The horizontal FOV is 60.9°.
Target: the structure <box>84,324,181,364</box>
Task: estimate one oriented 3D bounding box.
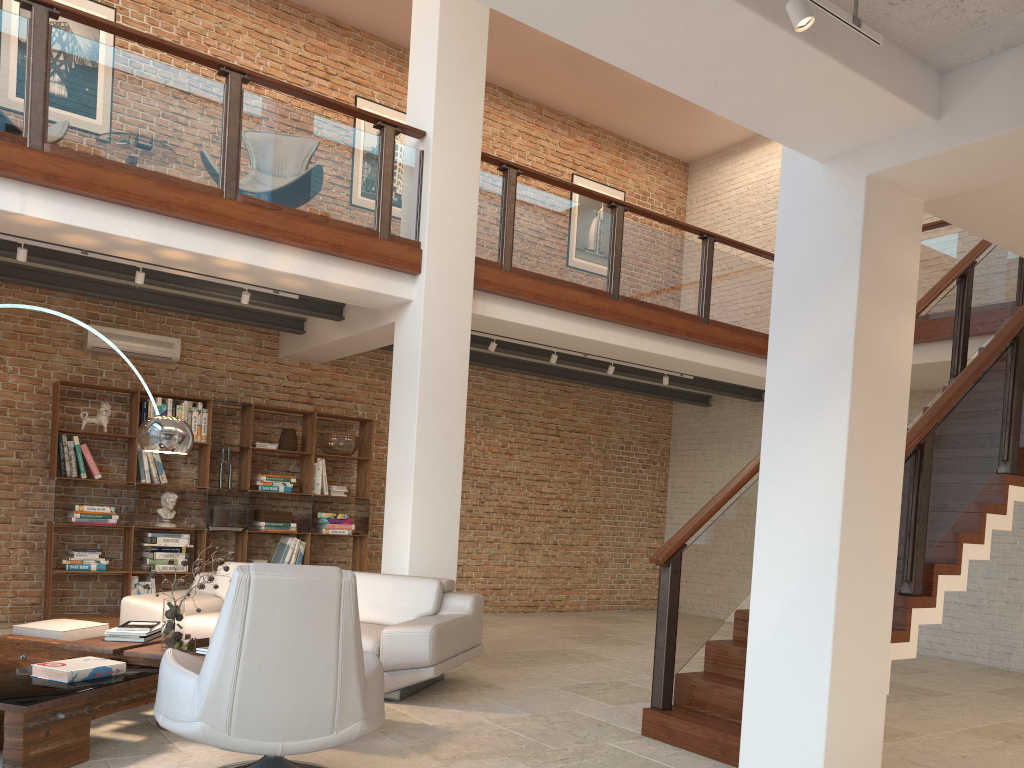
[{"bbox_3d":[-3.566,-0.371,8.209,0.820,0.217,0.200,9,-6,-35],"label":"structure"}]

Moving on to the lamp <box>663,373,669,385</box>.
[{"bbox_3d":[1.650,-0.046,9.360,0.059,0.128,0.087,3,-1,15],"label":"lamp"}]

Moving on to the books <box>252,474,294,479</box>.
[{"bbox_3d":[-2.457,0.950,8.953,0.359,0.020,0.272,10,-11,-36],"label":"books"}]

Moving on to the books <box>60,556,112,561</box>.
[{"bbox_3d":[-3.898,1.597,7.975,0.383,0.018,0.244,11,-12,-42],"label":"books"}]

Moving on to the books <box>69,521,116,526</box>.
[{"bbox_3d":[-3.850,1.274,7.990,0.359,0.020,0.272,9,-10,-35],"label":"books"}]

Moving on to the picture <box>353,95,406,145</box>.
[{"bbox_3d":[-1.355,-2.465,9.709,0.920,1.191,0.027,5,1,-35],"label":"picture"}]

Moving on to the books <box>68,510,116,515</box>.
[{"bbox_3d":[-3.849,1.181,7.992,0.359,0.020,0.272,10,-11,-36],"label":"books"}]

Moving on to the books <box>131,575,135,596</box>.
[{"bbox_3d":[-3.607,1.988,8.210,0.036,0.382,0.243,2,0,-35],"label":"books"}]

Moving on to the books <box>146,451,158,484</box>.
[{"bbox_3d":[-3.438,0.767,8.246,0.125,0.347,0.271,3,-1,-35],"label":"books"}]

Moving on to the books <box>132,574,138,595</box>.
[{"bbox_3d":[-3.587,1.994,8.244,0.036,0.382,0.243,2,0,-35],"label":"books"}]

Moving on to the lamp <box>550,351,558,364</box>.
[{"bbox_3d":[0.406,-0.254,8.478,0.061,0.128,0.086,3,-1,-33],"label":"lamp"}]

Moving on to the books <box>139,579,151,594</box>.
[{"bbox_3d":[-3.496,2.033,8.294,0.056,0.328,0.254,2,-1,-35],"label":"books"}]

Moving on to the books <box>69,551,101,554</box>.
[{"bbox_3d":[-3.919,1.546,7.994,0.239,0.018,0.171,11,-11,-42],"label":"books"}]

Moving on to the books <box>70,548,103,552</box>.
[{"bbox_3d":[-3.898,1.519,7.982,0.254,0.017,0.162,9,-10,-35],"label":"books"}]

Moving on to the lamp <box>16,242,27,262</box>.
[{"bbox_3d":[-3.280,-0.880,5.836,0.061,0.120,0.086,4,-1,-33],"label":"lamp"}]

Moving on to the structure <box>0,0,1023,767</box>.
[{"bbox_3d":[2.165,-0.102,3.982,10.243,4.108,13.879,8,-9,-35],"label":"structure"}]

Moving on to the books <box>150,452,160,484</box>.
[{"bbox_3d":[-3.426,0.771,8.267,0.125,0.347,0.271,3,-1,-35],"label":"books"}]

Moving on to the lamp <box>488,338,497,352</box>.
[{"bbox_3d":[-0.179,-0.354,8.055,0.086,0.128,0.059,3,0,25],"label":"lamp"}]

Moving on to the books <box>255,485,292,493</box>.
[{"bbox_3d":[-2.454,1.080,8.953,0.328,0.055,0.256,7,-9,-25],"label":"books"}]

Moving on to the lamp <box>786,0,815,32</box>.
[{"bbox_3d":[0.860,-1.115,2.602,0.086,0.128,0.059,3,0,25],"label":"lamp"}]

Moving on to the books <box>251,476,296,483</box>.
[{"bbox_3d":[-2.445,0.977,8.939,0.383,0.036,0.244,11,-11,-41],"label":"books"}]

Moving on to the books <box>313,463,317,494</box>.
[{"bbox_3d":[-2.132,0.995,9.173,0.056,0.328,0.254,2,-1,-35],"label":"books"}]

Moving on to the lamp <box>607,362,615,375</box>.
[{"bbox_3d":[1.011,-0.152,8.911,0.061,0.128,0.086,3,-1,-33],"label":"lamp"}]

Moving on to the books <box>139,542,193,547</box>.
[{"bbox_3d":[-3.326,1.543,8.369,0.448,0.020,0.272,10,-10,-35],"label":"books"}]

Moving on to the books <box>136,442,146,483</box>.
[{"bbox_3d":[-3.519,0.738,8.204,0.102,0.382,0.243,3,0,-35],"label":"books"}]

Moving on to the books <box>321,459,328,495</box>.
[{"bbox_3d":[-2.036,0.988,9.266,0.102,0.382,0.243,3,0,-35],"label":"books"}]

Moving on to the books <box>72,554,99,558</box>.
[{"bbox_3d":[-3.912,1.573,7.992,0.208,0.033,0.133,9,-10,-35],"label":"books"}]

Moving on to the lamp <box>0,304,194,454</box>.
[{"bbox_3d":[-2.977,0.696,5.315,2.032,2.342,0.318,3,2,1],"label":"lamp"}]

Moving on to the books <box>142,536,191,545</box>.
[{"bbox_3d":[-3.327,1.503,8.387,0.383,0.064,0.244,11,-11,-41],"label":"books"}]

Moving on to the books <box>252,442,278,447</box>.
[{"bbox_3d":[-2.514,0.613,8.820,0.239,0.018,0.171,11,-11,-42],"label":"books"}]

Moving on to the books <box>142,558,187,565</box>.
[{"bbox_3d":[-3.344,1.703,8.386,0.365,0.055,0.283,9,-10,-33],"label":"books"}]

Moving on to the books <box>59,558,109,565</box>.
[{"bbox_3d":[-3.919,1.623,7.975,0.383,0.036,0.245,9,-10,-35],"label":"books"}]

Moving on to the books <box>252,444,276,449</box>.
[{"bbox_3d":[-2.507,0.640,8.819,0.208,0.033,0.133,9,-10,-35],"label":"books"}]

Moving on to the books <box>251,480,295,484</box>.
[{"bbox_3d":[-2.453,1.005,8.946,0.383,0.018,0.244,11,-12,-42],"label":"books"}]

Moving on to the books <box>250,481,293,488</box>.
[{"bbox_3d":[-2.473,1.031,8.946,0.383,0.036,0.245,9,-10,-35],"label":"books"}]

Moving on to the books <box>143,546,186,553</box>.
[{"bbox_3d":[-3.334,1.578,8.350,0.330,0.055,0.255,10,-11,-40],"label":"books"}]

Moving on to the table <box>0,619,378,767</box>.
[{"bbox_3d":[-2.025,1.595,4.594,2.201,0.426,1.995,1,-8,16],"label":"table"}]

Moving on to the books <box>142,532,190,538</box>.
[{"bbox_3d":[-3.325,1.451,8.379,0.383,0.036,0.245,9,-10,-35],"label":"books"}]

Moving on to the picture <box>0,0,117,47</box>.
[{"bbox_3d":[-4.049,-2.920,7.780,0.920,1.191,0.027,5,1,-35],"label":"picture"}]

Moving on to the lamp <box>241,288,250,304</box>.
[{"bbox_3d":[-2.055,-0.674,6.725,0.061,0.115,0.094,4,-2,-29],"label":"lamp"}]

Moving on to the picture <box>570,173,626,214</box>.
[{"bbox_3d":[1.111,-2.049,11.476,0.920,1.191,0.027,5,1,-35],"label":"picture"}]

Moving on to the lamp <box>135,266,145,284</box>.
[{"bbox_3d":[-2.676,-0.774,6.270,0.061,0.128,0.086,3,-1,-33],"label":"lamp"}]

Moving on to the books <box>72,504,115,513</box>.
[{"bbox_3d":[-3.839,1.144,7.994,0.329,0.055,0.255,9,-10,-33],"label":"books"}]

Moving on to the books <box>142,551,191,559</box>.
[{"bbox_3d":[-3.322,1.643,8.378,0.244,0.064,0.384,-3,-11,41],"label":"books"}]

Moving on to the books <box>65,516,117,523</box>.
[{"bbox_3d":[-3.852,1.244,7.978,0.383,0.036,0.244,11,-11,-40],"label":"books"}]

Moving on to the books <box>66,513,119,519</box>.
[{"bbox_3d":[-3.837,1.208,7.978,0.383,0.036,0.244,11,-11,-41],"label":"books"}]

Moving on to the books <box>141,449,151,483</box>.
[{"bbox_3d":[-3.475,0.742,8.207,0.104,0.382,0.243,3,0,-35],"label":"books"}]

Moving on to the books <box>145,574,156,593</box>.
[{"bbox_3d":[-3.457,2.016,8.347,0.079,0.383,0.243,2,0,-35],"label":"books"}]

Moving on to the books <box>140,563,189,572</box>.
[{"bbox_3d":[-3.336,1.761,8.373,0.383,0.064,0.244,11,-11,-41],"label":"books"}]

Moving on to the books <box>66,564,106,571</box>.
[{"bbox_3d":[-3.900,1.671,7.982,0.328,0.055,0.256,7,-9,-25],"label":"books"}]

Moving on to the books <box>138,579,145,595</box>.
[{"bbox_3d":[-3.546,2.026,8.266,0.058,0.328,0.254,2,-1,-35],"label":"books"}]

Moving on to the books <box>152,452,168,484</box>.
[{"bbox_3d":[-3.379,0.785,8.283,0.159,0.327,0.254,3,-2,-35],"label":"books"}]

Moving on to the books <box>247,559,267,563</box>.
[{"bbox_3d":[-2.608,1.817,8.926,0.134,0.033,0.206,10,-11,-40],"label":"books"}]
